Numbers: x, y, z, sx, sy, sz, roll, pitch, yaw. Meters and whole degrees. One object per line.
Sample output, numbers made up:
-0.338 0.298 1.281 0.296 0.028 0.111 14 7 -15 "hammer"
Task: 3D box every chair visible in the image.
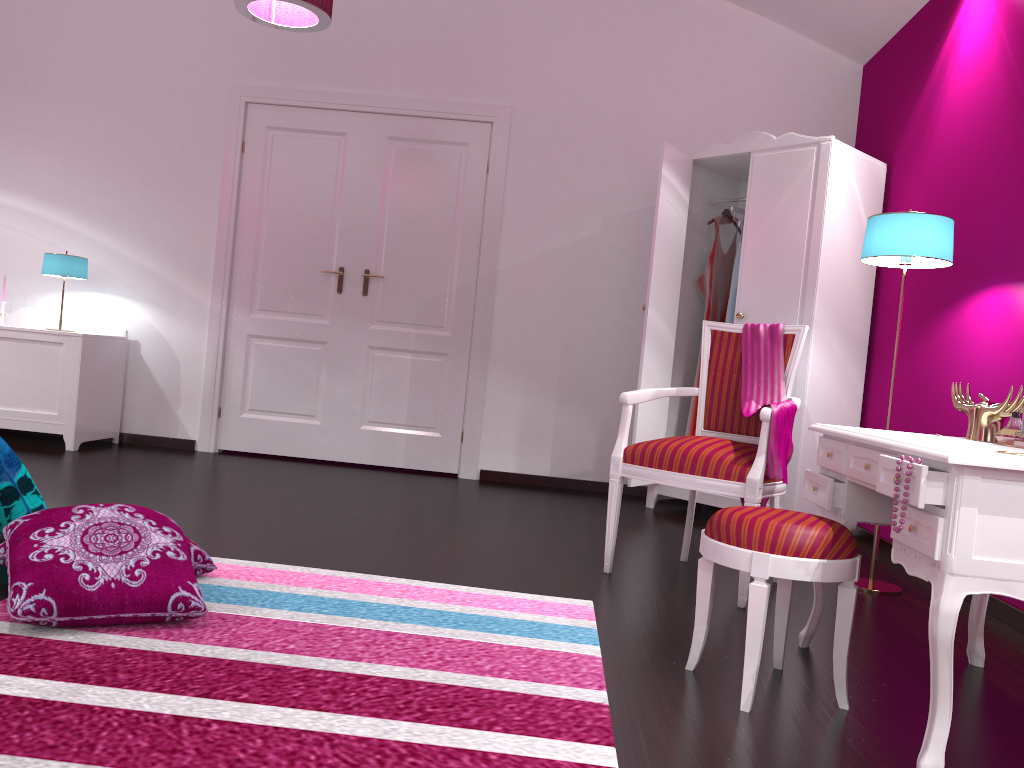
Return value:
0.685 0.220 3.007 0.528 0.901 0.511 6 2 38 "chair"
0.585 0.488 1.988 0.337 0.390 0.337 6 1 0 "chair"

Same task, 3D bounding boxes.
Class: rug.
-0.513 0.582 1.574 1.400 0.018 2.100 6 1 3 "rug"

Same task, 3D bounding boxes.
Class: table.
0.984 0.428 1.946 0.526 0.592 0.856 6 1 3 "table"

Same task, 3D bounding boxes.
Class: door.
-0.912 -0.551 5.075 1.405 2.001 0.098 6 1 3 "door"

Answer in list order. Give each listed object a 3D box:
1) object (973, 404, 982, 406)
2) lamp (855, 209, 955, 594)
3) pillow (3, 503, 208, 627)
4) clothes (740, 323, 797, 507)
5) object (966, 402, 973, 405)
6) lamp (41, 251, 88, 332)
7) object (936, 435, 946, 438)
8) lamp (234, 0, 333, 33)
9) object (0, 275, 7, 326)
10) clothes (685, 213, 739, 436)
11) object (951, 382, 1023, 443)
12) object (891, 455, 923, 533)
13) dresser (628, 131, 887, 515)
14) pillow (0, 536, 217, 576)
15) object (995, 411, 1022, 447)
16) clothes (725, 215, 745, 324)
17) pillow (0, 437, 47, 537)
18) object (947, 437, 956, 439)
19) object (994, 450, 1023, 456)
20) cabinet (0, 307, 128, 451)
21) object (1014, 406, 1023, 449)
1.179 0.053 2.248 0.020 0.005 0.021 5 1 -6 "object"
1.351 0.054 3.158 0.303 1.352 0.303 4 2 -42 "lamp"
-0.954 0.411 2.072 0.425 0.224 0.391 5 1 -29 "pillow"
0.847 0.168 2.968 0.162 0.777 0.601 6 1 7 "clothes"
1.173 0.051 2.272 0.020 0.007 0.020 5 1 -16 "object"
-2.446 -0.507 4.836 0.229 0.438 0.229 4 2 -42 "lamp"
1.075 0.131 2.219 0.022 0.005 0.020 7 2 44 "object"
-0.914 -2.028 2.547 0.377 1.129 2.377 6 1 3 "lamp"
-2.938 -0.478 4.893 0.285 0.284 0.043 5 1 -9 "object"
1.038 -0.283 4.652 0.315 1.237 0.173 5 2 -40 "clothes"
1.198 0.072 2.223 0.085 0.145 0.248 5 1 -9 "object"
0.732 0.206 1.645 0.032 0.143 0.063 6 1 3 "object"
1.133 -0.263 4.336 0.875 1.893 0.842 4 2 -42 "dresser"
-1.077 0.437 2.351 0.429 0.142 0.400 6 1 27 "pillow"
1.169 0.105 2.064 0.045 0.081 0.098 5 1 -20 "object"
1.187 -0.279 4.524 0.180 1.199 0.191 6 1 27 "clothes"
-1.497 0.293 2.578 0.402 0.357 0.264 7 2 43 "pillow"
1.080 0.132 2.179 0.020 0.005 0.021 6 1 17 "object"
0.945 0.131 1.661 0.073 0.003 0.073 6 1 14 "object"
-2.813 -0.073 4.879 1.142 0.734 0.506 6 1 3 "cabinet"
1.158 0.098 1.999 0.030 0.096 0.030 5 1 -26 "object"
